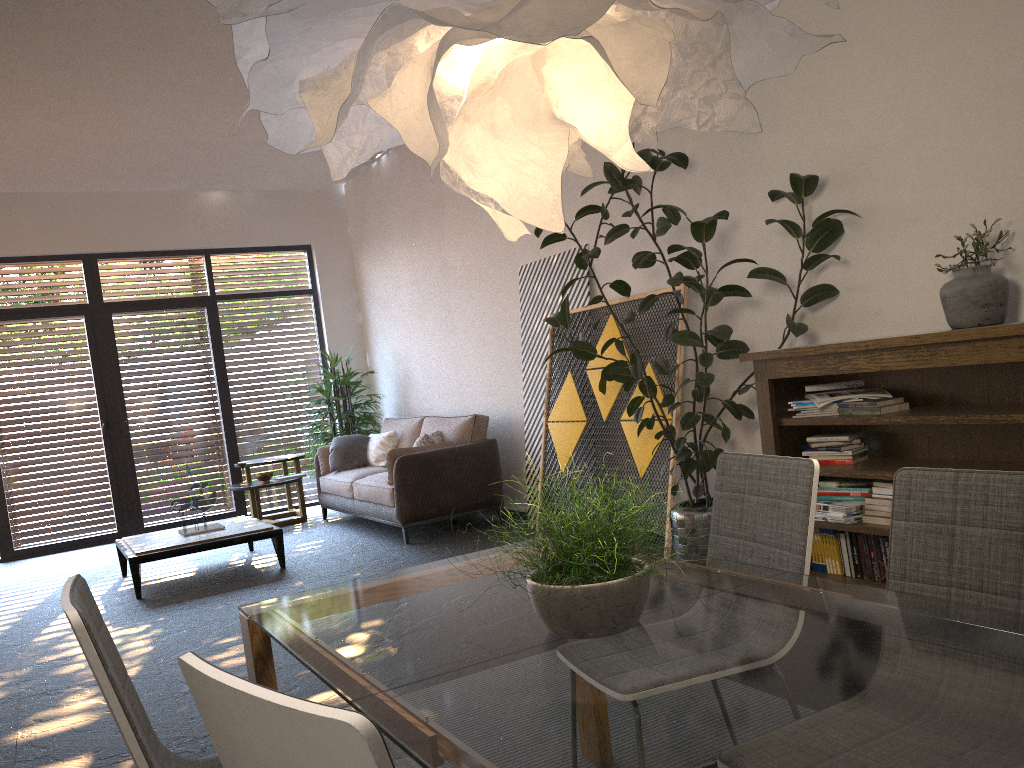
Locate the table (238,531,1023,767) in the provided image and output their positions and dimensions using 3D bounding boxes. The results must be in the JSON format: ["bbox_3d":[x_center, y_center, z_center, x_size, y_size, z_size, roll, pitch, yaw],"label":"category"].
[{"bbox_3d":[0.212,0.819,1.712,0.994,0.716,1.801,-8,2,-29],"label":"table"}]

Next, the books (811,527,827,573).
[{"bbox_3d":[1.529,0.775,4.278,0.171,0.235,0.100,-9,4,-28],"label":"books"}]

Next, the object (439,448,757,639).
[{"bbox_3d":[0.156,0.297,1.694,0.529,0.368,0.668,-8,2,-33],"label":"object"}]

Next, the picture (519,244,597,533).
[{"bbox_3d":[0.321,0.085,6.457,0.207,2.026,0.958,-9,4,-29],"label":"picture"}]

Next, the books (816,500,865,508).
[{"bbox_3d":[1.505,0.535,4.077,0.218,0.013,0.305,-7,1,-24],"label":"books"}]

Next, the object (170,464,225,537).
[{"bbox_3d":[-1.389,-1.204,2.504,0.365,4.487,8.902,-8,2,-17],"label":"object"}]

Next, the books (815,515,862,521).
[{"bbox_3d":[1.503,0.596,4.086,0.218,0.008,0.305,-7,1,-24],"label":"books"}]

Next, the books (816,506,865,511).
[{"bbox_3d":[1.503,0.552,4.078,0.218,0.008,0.305,-7,1,-25],"label":"books"}]

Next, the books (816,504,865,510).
[{"bbox_3d":[1.506,0.544,4.079,0.218,0.008,0.305,-7,1,-24],"label":"books"}]

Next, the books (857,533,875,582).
[{"bbox_3d":[1.664,0.767,4.032,0.171,0.225,0.083,-8,4,-28],"label":"books"}]

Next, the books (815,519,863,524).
[{"bbox_3d":[1.505,0.610,4.087,0.218,0.008,0.305,-7,1,-29],"label":"books"}]

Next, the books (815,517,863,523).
[{"bbox_3d":[1.503,0.603,4.088,0.218,0.007,0.305,-7,1,-24],"label":"books"}]

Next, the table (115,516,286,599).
[{"bbox_3d":[-2.381,1.277,6.719,1.045,0.308,1.116,-8,1,-28],"label":"table"}]

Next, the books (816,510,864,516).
[{"bbox_3d":[1.509,0.570,4.080,0.218,0.006,0.305,-7,1,-24],"label":"books"}]

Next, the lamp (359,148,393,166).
[{"bbox_3d":[-1.428,-2.293,8.835,0.252,0.066,0.645,-8,1,-29],"label":"lamp"}]

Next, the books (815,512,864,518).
[{"bbox_3d":[1.505,0.582,4.088,0.218,0.008,0.288,-7,1,-22],"label":"books"}]

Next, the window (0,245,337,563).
[{"bbox_3d":[-4.149,0.116,9.113,4.925,3.038,0.459,-8,4,-28],"label":"window"}]

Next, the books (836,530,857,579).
[{"bbox_3d":[1.606,0.766,4.126,0.167,0.242,0.099,-9,4,-28],"label":"books"}]

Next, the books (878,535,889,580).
[{"bbox_3d":[1.715,0.754,3.910,0.167,0.242,0.104,-9,4,-28],"label":"books"}]

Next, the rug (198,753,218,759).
[{"bbox_3d":[0.251,1.170,1.753,2.363,0.006,3.689,-7,1,-29],"label":"rug"}]

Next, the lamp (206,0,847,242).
[{"bbox_3d":[-0.249,-2.847,1.475,1.115,5.230,1.060,-8,4,-17],"label":"lamp"}]

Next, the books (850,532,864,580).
[{"bbox_3d":[1.638,0.762,4.077,0.171,0.241,0.055,-9,4,-28],"label":"books"}]

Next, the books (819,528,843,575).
[{"bbox_3d":[1.568,0.771,4.206,0.171,0.236,0.108,-9,4,-28],"label":"books"}]

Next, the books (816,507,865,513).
[{"bbox_3d":[1.502,0.559,4.078,0.218,0.008,0.305,-7,1,-25],"label":"books"}]

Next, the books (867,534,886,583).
[{"bbox_3d":[1.691,0.756,3.978,0.171,0.242,0.084,-9,4,-28],"label":"books"}]

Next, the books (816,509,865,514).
[{"bbox_3d":[1.503,0.566,4.082,0.218,0.008,0.288,-7,1,-24],"label":"books"}]

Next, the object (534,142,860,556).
[{"bbox_3d":[0.780,-0.538,4.622,2.016,3.210,0.903,-5,4,39],"label":"object"}]

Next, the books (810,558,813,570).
[{"bbox_3d":[1.496,0.774,4.338,0.171,0.242,0.084,-9,4,-28],"label":"books"}]

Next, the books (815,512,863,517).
[{"bbox_3d":[1.505,0.576,4.088,0.218,0.008,0.288,-7,1,-22],"label":"books"}]

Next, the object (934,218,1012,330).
[{"bbox_3d":[1.801,-0.428,3.478,0.276,0.414,0.384,-5,3,40],"label":"object"}]

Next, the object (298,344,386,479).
[{"bbox_3d":[-1.793,0.456,9.411,0.915,1.729,0.973,-5,4,27],"label":"object"}]

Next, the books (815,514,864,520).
[{"bbox_3d":[1.500,0.588,4.087,0.218,0.013,0.305,-7,1,-24],"label":"books"}]

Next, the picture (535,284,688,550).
[{"bbox_3d":[0.593,0.274,5.740,0.385,1.610,1.498,-9,3,-29],"label":"picture"}]
